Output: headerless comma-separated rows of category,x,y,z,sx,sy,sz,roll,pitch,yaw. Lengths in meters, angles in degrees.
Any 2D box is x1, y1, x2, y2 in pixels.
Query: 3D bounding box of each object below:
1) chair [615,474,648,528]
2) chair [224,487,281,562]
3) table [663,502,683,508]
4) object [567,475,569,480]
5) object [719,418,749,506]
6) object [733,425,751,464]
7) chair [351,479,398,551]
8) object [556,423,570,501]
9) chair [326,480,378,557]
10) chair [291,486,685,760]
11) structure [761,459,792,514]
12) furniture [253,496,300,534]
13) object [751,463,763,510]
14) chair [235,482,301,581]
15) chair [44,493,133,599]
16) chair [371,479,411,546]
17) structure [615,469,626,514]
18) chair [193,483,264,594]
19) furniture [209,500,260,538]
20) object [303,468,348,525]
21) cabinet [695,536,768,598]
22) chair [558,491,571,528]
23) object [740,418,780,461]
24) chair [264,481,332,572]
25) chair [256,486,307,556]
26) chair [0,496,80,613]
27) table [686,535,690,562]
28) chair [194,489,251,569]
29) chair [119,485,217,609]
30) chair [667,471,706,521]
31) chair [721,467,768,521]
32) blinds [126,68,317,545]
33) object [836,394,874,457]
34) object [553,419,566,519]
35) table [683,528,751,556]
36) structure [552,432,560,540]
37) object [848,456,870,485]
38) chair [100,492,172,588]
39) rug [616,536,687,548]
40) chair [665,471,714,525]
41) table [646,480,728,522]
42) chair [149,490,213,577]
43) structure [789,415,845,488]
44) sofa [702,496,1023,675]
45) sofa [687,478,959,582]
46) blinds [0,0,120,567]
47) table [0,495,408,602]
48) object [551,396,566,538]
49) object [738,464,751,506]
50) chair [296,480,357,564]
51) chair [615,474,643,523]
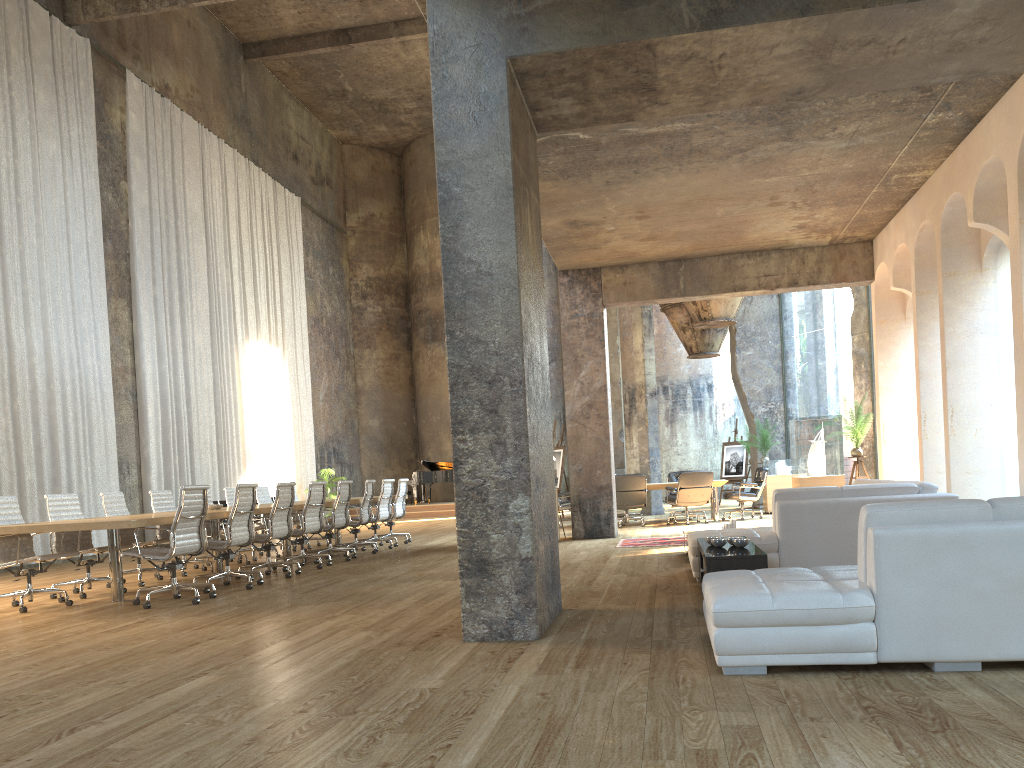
chair,1.951,1.987,14.947,0.730,0.892,0.822,-3,-2,4
chair,-3.617,1.944,12.303,0.700,1.026,0.664,-3,-1,15
table,3.474,2.810,21.729,1.873,0.546,0.943,-4,-4,10
object,2.138,3.107,27.285,0.915,0.991,0.906,-4,-2,21
object,5.457,1.897,21.440,0.704,2.148,0.681,-3,1,39
object,5.480,1.380,20.277,0.690,0.940,0.857,-4,-2,31
chair,-2.071,1.937,13.034,0.700,1.026,0.664,-3,-1,18
object,1.045,1.988,20.013,0.686,2.148,0.698,-3,1,36
chair,-2.210,1.853,12.189,0.700,1.026,0.665,-3,-1,9
chair,-0.514,1.917,13.588,12.967,1.030,31.565,-4,-6,10
structure,5.193,1.942,16.759,0.736,1.015,0.743,-3,-1,10
furniture,-4.917,2.814,18.816,0.709,0.840,1.875,-3,-5,10
object,5.229,2.072,17.779,0.656,0.973,0.573,-2,-1,-44
chair,-2.683,1.590,9.518,0.700,1.026,0.664,-3,-1,15
chair,-4.220,1.596,8.786,0.700,1.026,0.664,-3,-1,18
chair,-1.957,2.024,13.891,0.700,1.026,0.664,-3,-1,15
structure,2.058,2.321,18.645,0.744,1.015,0.735,-3,-1,10
chair,-2.839,1.500,8.614,0.700,1.026,0.665,-3,-1,13
furniture,-5.328,2.581,16.463,0.709,0.840,1.875,-3,-5,10
object,-4.679,2.879,22.343,1.092,1.457,1.130,-3,-1,1
cabinet,1.518,1.323,6.202,0.396,0.368,1.565,-4,-6,10
chair,1.042,2.136,15.851,0.821,0.893,0.730,-3,-2,6
object,5.037,1.142,17.858,0.860,0.940,0.688,-4,-1,13
chair,-2.531,1.677,10.404,0.700,1.026,0.664,-3,-1,18
chair,-3.461,2.033,13.208,0.700,1.026,0.665,-3,-1,13
chair,-4.340,1.509,7.930,0.700,1.026,0.664,-3,-1,15
table,2.219,1.680,9.070,0.791,0.202,1.112,-4,-6,10
chair,-3.769,1.856,11.417,0.700,1.026,0.664,-3,-1,18
chair,-3.004,1.408,7.680,0.700,1.026,0.664,-3,-1,16
chair,3.204,2.057,16.229,0.730,0.892,0.822,-3,-2,11
chair,4.034,1.910,15.307,0.821,0.893,0.731,-3,-2,4
blinds,-6.054,-1.006,19.638,0.275,8.644,7.832,-3,-2,11
object,4.977,0.590,12.743,0.688,0.940,0.861,-3,-2,0
object,0.824,1.796,18.134,0.704,2.148,0.681,-2,1,42
table,2.281,1.694,9.433,0.861,0.246,0.370,-4,-4,10
structure,0.288,1.452,12.177,0.595,1.548,0.742,-3,0,10
object,4.968,1.544,12.773,0.656,0.973,0.573,-3,-1,-26
chair,-4.072,1.679,9.630,0.700,1.026,0.665,-3,-1,9
rug,2.599,1.992,11.281,2.465,0.009,1.349,-4,-6,10
chair,2.951,1.916,14.801,0.728,0.892,0.824,-3,-2,-16
table,2.574,2.115,15.571,2.413,0.700,1.106,-4,-4,10
chair,-3.923,1.771,10.551,0.700,1.026,0.664,-3,-1,15
structure,4.305,1.252,12.399,0.595,1.548,0.742,-3,0,10
sofa,1.965,0.903,4.194,2.070,0.721,1.073,-4,-4,10
sofa,2.687,1.311,8.333,2.067,0.721,2.934,-4,-6,10
blinds,-7.542,-1.848,11.124,0.275,8.644,7.832,-3,-2,11
table,-3.167,1.907,10.989,1.603,0.757,7.729,-4,-6,10
object,0.406,1.268,13.052,0.685,2.148,0.699,-3,1,9
object,5.584,2.323,20.268,0.659,0.973,0.571,-3,0,4
chair,-2.376,1.763,11.271,0.700,1.026,0.664,-3,-1,15
chair,2.106,2.139,16.424,0.731,0.892,0.821,-4,-2,17
